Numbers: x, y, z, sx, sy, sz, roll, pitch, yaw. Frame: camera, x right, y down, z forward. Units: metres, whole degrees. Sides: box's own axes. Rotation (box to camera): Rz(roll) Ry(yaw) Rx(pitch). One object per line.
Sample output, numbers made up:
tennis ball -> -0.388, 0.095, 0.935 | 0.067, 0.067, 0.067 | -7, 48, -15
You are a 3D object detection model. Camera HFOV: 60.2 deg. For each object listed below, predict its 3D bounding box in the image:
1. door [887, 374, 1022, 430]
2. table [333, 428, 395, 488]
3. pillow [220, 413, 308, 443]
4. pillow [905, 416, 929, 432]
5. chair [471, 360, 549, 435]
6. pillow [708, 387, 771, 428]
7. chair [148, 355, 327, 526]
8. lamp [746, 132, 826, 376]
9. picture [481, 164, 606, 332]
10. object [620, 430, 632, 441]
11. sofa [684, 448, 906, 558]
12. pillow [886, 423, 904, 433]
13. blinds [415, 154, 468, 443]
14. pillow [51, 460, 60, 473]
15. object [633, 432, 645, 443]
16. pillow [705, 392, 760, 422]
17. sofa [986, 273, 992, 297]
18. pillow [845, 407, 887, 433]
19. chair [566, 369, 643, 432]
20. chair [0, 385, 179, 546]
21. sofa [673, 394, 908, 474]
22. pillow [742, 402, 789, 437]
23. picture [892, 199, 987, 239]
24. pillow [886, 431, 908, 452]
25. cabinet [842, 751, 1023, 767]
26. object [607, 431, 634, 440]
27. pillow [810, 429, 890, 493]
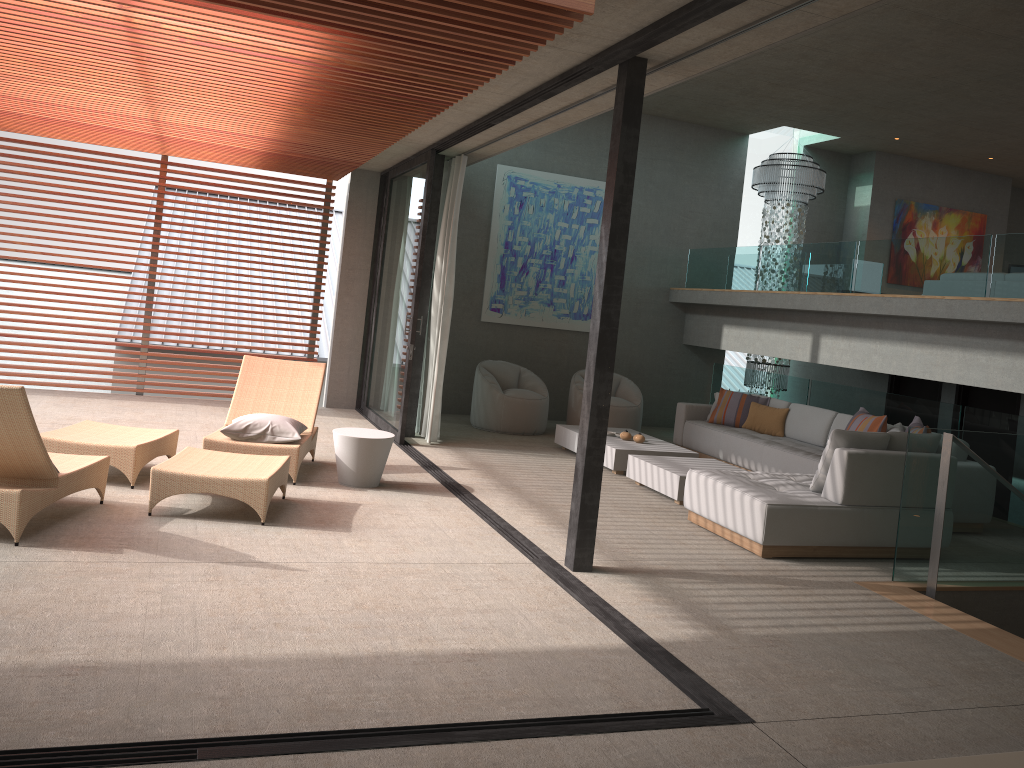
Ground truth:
door -> 1.683, 0.598, 3.510 | 5.807, 4.470, 15.279 | 9, 5, 42
table -> -1.158, 0.571, 6.795 | 0.473, 0.393, 0.478 | 4, 4, -38
pillow -> -1.886, 0.332, 6.770 | 0.594, 0.194, 0.596 | 6, 5, -9
pillow -> 3.431, 0.546, 7.557 | 0.280, 0.504, 0.696 | 7, 3, 23
chair -> -0.010, 0.149, 10.580 | 0.920, 0.787, 0.925 | 5, 3, -16
pillow -> 2.544, 0.289, 9.900 | 0.658, 0.442, 0.340 | 8, 2, 24
chair -> -1.886, 0.305, 6.431 | 0.699, 0.825, 2.303 | 6, 4, -5
lamp -> 3.802, -1.690, 12.579 | 0.995, 3.937, 1.004 | 6, 1, -40
picture -> 0.510, -1.773, 11.772 | 1.715, 2.048, 0.030 | 5, 0, -20
object -> 1.146, 0.513, 8.893 | 0.119, 0.106, 0.120 | 5, 3, -16
sofa -> 2.216, 0.761, 6.436 | 1.592, 0.732, 1.018 | 5, 4, -20
pillow -> 3.339, 0.551, 7.841 | 0.240, 0.405, 0.593 | 7, 3, 23
blinds -> -1.011, -0.994, 9.984 | 0.222, 2.921, 2.437 | 6, 2, -20
pillow -> -2.791, 0.285, 4.716 | 0.608, 0.427, 0.428 | 6, 3, -2
object -> 1.267, 0.534, 8.798 | 0.119, 0.106, 0.119 | 7, 3, 15
pillow -> 2.530, 0.313, 10.097 | 0.620, 0.420, 0.311 | 7, 2, 17
sofa -> 5.824, -0.715, 9.346 | 0.971, 0.862, 3.266 | 5, 5, -20
pillow -> 3.208, 0.484, 8.136 | 0.311, 0.494, 0.738 | 6, 3, 3
chair -> 1.154, 0.248, 10.901 | 0.922, 0.787, 0.922 | 6, 3, 4
chair -> -2.814, 0.287, 5.482 | 0.700, 0.825, 2.302 | 6, 4, -1
sofa -> 2.939, 0.627, 8.769 | 1.046, 0.752, 3.479 | 5, 5, -20
pillow -> 2.770, 0.386, 9.615 | 0.465, 0.324, 0.225 | 8, 3, 33
picture -> 6.430, -2.048, 13.333 | 1.746, 1.249, 0.030 | 5, 1, -20
pillow -> 2.833, 0.580, 6.387 | 0.491, 0.498, 0.239 | 5, 1, -19
cabinet -> 0.027, 0.961, 0.611 | 4.110, 0.899, 0.804 | 4, 3, -20
object -> 1.130, 0.534, 9.026 | 0.439, 0.040, 0.154 | 9, 5, 26
pillow -> 2.381, 0.556, 6.227 | 0.491, 0.483, 0.267 | 5, 2, -19
